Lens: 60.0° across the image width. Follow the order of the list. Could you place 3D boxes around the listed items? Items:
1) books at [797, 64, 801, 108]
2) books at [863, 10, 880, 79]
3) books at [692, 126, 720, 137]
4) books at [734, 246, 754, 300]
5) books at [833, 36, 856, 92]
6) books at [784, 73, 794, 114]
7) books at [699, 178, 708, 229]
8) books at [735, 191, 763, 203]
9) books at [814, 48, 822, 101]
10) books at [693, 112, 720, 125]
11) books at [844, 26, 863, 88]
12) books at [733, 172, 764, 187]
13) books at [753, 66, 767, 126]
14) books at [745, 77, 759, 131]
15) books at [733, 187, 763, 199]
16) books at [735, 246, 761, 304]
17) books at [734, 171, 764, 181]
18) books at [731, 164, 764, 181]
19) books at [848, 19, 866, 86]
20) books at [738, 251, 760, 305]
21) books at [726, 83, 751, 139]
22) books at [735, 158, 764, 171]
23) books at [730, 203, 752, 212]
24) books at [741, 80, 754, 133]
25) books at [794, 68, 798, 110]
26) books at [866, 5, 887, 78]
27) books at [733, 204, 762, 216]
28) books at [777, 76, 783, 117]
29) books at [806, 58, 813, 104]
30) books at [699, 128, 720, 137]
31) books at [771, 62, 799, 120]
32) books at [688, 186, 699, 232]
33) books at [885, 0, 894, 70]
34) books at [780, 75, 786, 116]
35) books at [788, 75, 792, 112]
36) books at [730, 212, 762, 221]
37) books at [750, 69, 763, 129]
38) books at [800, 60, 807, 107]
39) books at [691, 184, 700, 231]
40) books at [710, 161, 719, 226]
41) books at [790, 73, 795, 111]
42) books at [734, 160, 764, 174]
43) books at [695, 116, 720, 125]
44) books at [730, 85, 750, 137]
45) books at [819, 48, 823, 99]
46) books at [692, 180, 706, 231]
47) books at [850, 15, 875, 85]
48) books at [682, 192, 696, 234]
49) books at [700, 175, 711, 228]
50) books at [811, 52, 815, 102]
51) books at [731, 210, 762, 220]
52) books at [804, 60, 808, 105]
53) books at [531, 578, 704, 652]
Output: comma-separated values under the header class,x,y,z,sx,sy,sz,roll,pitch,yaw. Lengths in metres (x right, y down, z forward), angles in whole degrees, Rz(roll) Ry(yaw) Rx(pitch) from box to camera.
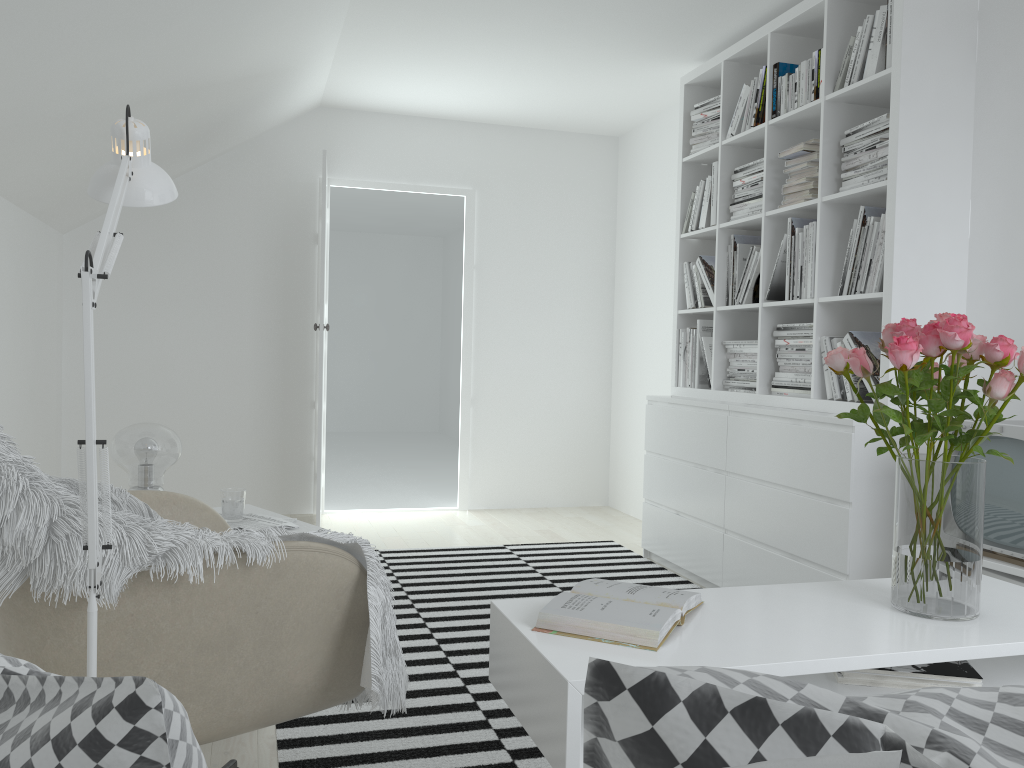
class,x,y,z,sx,sy,sz,roll,pitch,yaw
books,1.198,-1.173,3.531,0.128,0.178,0.022,1,2,-17
books,1.350,-1.189,3.152,0.172,0.239,0.093,1,2,-17
books,1.041,-1.218,4.284,0.182,0.016,0.288,0,2,-37
books,1.101,-0.490,3.959,0.161,0.226,0.138,1,2,-17
books,1.296,-1.166,3.297,0.161,0.210,0.127,1,2,-17
books,1.165,-1.170,3.600,0.120,0.167,0.020,1,2,-17
books,0.993,-0.857,4.240,0.172,0.239,0.093,1,2,-17
books,1.142,-0.825,3.926,0.182,0.016,0.288,1,2,-17
books,1.232,-1.178,3.408,0.136,0.196,0.045,1,2,-17
books,1.015,-1.275,4.283,0.161,0.013,0.256,1,2,-22
books,1.315,-1.182,3.252,0.161,0.218,0.101,1,2,-17
books,1.124,-0.898,3.915,0.174,0.021,0.273,1,2,-17
books,1.135,-1.218,3.780,0.170,0.251,0.118,1,2,-17
books,1.108,-1.206,3.849,0.161,0.222,0.084,1,2,-17
books,1.126,-0.842,3.930,0.167,0.017,0.263,1,2,-22
books,1.111,-0.479,3.955,0.159,0.253,0.153,1,2,-17
books,1.127,-0.915,3.925,0.161,0.013,0.254,1,2,-22
books,1.131,-0.933,3.913,0.176,0.025,0.331,1,2,-17
books,1.320,-1.188,3.222,0.152,0.232,0.104,1,2,-17
books,1.119,-0.463,3.934,0.167,0.236,0.146,1,2,-17
books,1.088,-1.211,3.985,0.186,0.226,0.173,1,2,-17
books,1.123,-0.966,3.922,0.161,0.012,0.254,1,2,-17
books,1.128,-0.786,3.917,0.180,0.028,0.296,1,2,-22
books,1.100,-1.205,3.883,0.161,0.218,0.101,1,2,-17
books,1.184,-1.171,3.547,0.109,0.171,0.018,1,2,-17
books,1.354,-1.189,3.112,0.174,0.242,0.105,1,2,-17
books,1.125,-0.764,3.921,0.174,0.021,0.273,1,2,-17
books,1.144,-1.173,3.647,0.107,0.167,0.017,1,2,-17
books,1.212,-1.172,3.459,0.128,0.179,0.022,1,2,-17
books,1.045,-1.202,4.275,0.182,0.016,0.288,1,2,-22
books,1.151,-1.206,3.684,0.140,0.231,0.042,1,2,-17
books,0.959,-0.850,4.340,0.161,0.218,0.101,1,2,-17
books,1.369,-1.210,3.035,0.176,0.290,0.053,1,2,-17
books,1.151,-1.170,3.623,0.106,0.162,0.032,1,2,-17
books,1.169,-1.163,3.581,0.110,0.153,0.018,1,2,-17
books,1.115,-0.729,3.911,0.182,0.016,0.288,1,2,-17
books,1.125,-1.217,3.822,0.159,0.248,0.089,1,2,-17
books,1.206,-1.176,3.507,0.134,0.184,0.030,1,2,-17
books,0.964,-0.856,4.310,0.152,0.232,0.104,1,2,-17
books,1.013,-0.878,4.123,0.176,0.290,0.053,1,2,-17
books,1.173,-1.163,3.563,0.110,0.153,0.019,1,2,-17
books,1.123,-0.953,3.906,0.159,0.012,0.285,1,2,-17
books,1.031,-1.262,4.268,0.159,0.012,0.285,1,2,-27
books,1.089,-1.202,3.947,0.167,0.210,0.162,1,2,-17
books,1.241,-1.174,3.368,0.139,0.191,0.036,1,2,-17
books,0.971,-0.856,4.279,0.172,0.235,0.112,1,2,-17
books,1.327,-1.189,3.191,0.172,0.235,0.112,1,2,-17
books,0.940,-0.834,4.386,0.161,0.210,0.127,1,2,-17
books,0.998,-0.857,4.200,0.174,0.242,0.105,1,2,-17
books,1.224,-1.181,3.441,0.127,0.200,0.020,1,2,-17
books,1.129,-0.745,3.921,0.182,0.016,0.288,1,2,-22
books,1.207,-1.172,3.480,0.128,0.178,0.021,1,2,-17
books,0.212,0.423,1.692,0.231,0.040,0.342,2,2,25
